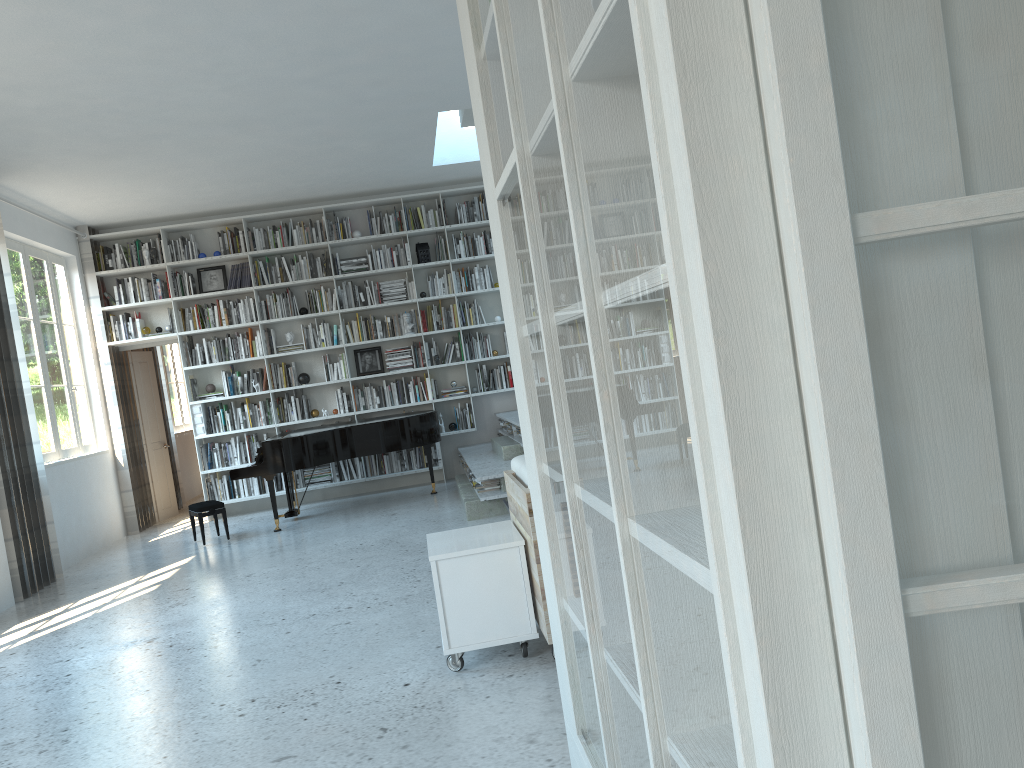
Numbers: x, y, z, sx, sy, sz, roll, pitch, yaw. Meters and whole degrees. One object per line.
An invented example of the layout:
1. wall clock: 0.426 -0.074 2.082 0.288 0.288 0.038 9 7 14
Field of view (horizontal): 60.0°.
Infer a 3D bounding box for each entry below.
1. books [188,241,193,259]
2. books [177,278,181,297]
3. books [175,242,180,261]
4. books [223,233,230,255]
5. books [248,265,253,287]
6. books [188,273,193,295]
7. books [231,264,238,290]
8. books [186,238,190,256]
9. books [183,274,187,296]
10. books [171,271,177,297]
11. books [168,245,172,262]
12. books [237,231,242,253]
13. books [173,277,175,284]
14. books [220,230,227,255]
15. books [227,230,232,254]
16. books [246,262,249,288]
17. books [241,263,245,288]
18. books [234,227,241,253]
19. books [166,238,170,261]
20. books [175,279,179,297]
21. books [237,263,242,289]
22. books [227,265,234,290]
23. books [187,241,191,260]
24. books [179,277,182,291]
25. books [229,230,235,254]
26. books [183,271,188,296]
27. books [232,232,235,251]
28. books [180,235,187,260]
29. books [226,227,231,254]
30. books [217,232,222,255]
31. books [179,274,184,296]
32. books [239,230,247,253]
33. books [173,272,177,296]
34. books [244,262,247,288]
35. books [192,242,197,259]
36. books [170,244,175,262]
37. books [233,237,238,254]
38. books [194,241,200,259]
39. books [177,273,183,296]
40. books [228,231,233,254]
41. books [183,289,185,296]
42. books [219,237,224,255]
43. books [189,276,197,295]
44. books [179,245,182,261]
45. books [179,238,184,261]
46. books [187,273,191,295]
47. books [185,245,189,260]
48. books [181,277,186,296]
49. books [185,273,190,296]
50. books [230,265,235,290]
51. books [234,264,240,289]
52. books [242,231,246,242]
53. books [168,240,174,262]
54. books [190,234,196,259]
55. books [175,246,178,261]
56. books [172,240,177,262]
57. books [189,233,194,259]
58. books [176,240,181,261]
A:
1. books: -3.406 -1.404 9.447 0.021 0.214 0.173 -9 2 -6
2. books: -3.517 -1.015 9.432 0.004 0.214 0.186 -9 2 -6
3. books: -3.541 -1.389 9.440 0.013 0.225 0.177 -9 2 -6
4. books: -3.039 -1.478 9.493 0.028 0.249 0.155 -9 2 -6
5. books: -2.810 -1.161 9.531 0.078 0.286 0.174 -9 2 -6
6. books: -3.413 -1.052 9.457 0.012 0.255 0.166 -9 2 -6
7. books: -2.960 -1.132 9.511 0.110 0.280 0.174 -9 2 -6
8. books: -3.440 -1.419 9.459 0.013 0.253 0.129 -9 2 -6
9. books: -3.465 -1.039 9.455 0.019 0.244 0.153 -9 2 -6
10. books: -3.583 -1.045 9.433 0.005 0.293 0.184 -9 2 -6
11. books: -3.622 -1.366 9.436 0.017 0.204 0.142 -9 2 -6
12. books: -2.907 -1.505 9.525 0.022 0.260 0.152 -9 2 -6
13. books: -3.576 -1.017 9.469 0.006 0.233 0.136 -9 2 -6
14. books: -3.067 -1.490 9.491 0.024 0.280 0.187 -9 2 -6
15. books: -3.009 -1.501 9.507 0.013 0.283 0.166 -9 2 -6
16. books: -2.834 -1.157 9.542 0.078 0.286 0.174 -9 2 -6
17. books: -2.879 -1.151 9.538 0.078 0.286 0.174 -9 2 -6
18. books: -2.930 -1.519 9.499 0.025 0.297 0.163 -9 2 -6
19. books: -3.641 -1.404 9.441 0.007 0.285 0.159 -9 2 -6
20. books: -3.553 -1.005 9.452 0.015 0.207 0.172 -9 2 -6
21. books: -2.909 -1.142 9.514 0.097 0.283 0.174 -9 2 -6
22. books: -3.006 -1.125 9.514 0.110 0.280 0.174 -9 2 -6
23. books: -3.424 -1.404 9.452 0.013 0.220 0.181 -9 2 -6
24. books: -3.507 -1.035 9.455 0.010 0.249 0.166 -9 2 -6
25. books: -2.985 -1.499 9.499 0.011 0.274 0.183 -9 2 -6
26. books: -3.456 -1.059 9.453 0.005 0.281 0.190 -9 2 -6
27. books: -2.976 -1.492 9.529 0.013 0.254 0.129 -9 2 -6
28. books: -3.478 -1.426 9.431 0.015 0.280 0.190 -9 2 -6
29. books: -3.026 -1.517 9.520 0.014 0.321 0.136 -9 2 -6
30. books: -3.114 -1.482 9.503 0.013 0.278 0.151 -9 2 -6
31. books: -3.497 -1.035 9.435 0.004 0.246 0.189 -9 2 -6
32. books: -2.879 -1.506 9.515 0.031 0.254 0.178 -9 2 -6
33. books: -3.569 -1.044 9.445 0.006 0.287 0.148 -9 2 -6
34. books: -2.857 -1.154 9.545 0.078 0.286 0.174 -9 2 -6
35. books: -3.368 -1.404 9.466 0.014 0.202 0.170 -9 2 -6
36. books: -3.592 -1.374 9.445 0.032 0.210 0.158 -9 2 -6
37. books: -2.949 -1.463 9.508 0.027 0.190 0.177 -9 2 -6
38. books: -3.357 -1.410 9.477 0.013 0.210 0.136 -9 2 -6
39. books: -3.516 -1.039 9.445 0.009 0.260 0.184 -9 2 -6
40. books: -2.995 -1.492 9.497 0.010 0.263 0.156 -9 2 -6
41. books: -3.492 -1.020 9.477 0.012 0.214 0.132 -9 2 -6
42. books: -3.089 -1.455 9.494 0.028 0.218 0.153 -9 2 -6
43. books: -3.397 -1.034 9.451 0.012 0.214 0.185 -9 2 -6
44. books: -3.511 -1.377 9.458 0.014 0.192 0.146 -9 2 -6
45. books: -3.501 -1.413 9.445 0.016 0.261 0.154 -9 2 -6
46. books: -3.424 -1.048 9.457 0.011 0.250 0.168 -9 2 -6
47. books: -3.453 -1.381 9.453 0.026 0.182 0.161 -9 2 -6
48. books: -3.474 -1.024 9.443 0.018 0.219 0.186 -9 2 -6
49. books: -3.440 -1.050 9.446 0.023 0.258 0.183 -9 2 -6
50. books: -2.985 -1.129 9.526 0.110 0.280 0.174 -9 2 -6
51. books: -2.940 -1.136 9.531 0.110 0.280 0.174 -9 2 -6
52. books: -2.845 -1.510 9.534 0.039 0.252 0.146 -9 2 -6
53. books: -3.615 -1.395 9.442 0.007 0.259 0.156 -9 2 -6
54. books: -3.391 -1.447 9.480 0.015 0.293 0.130 -9 2 -6
55. books: -3.555 -1.372 9.455 0.017 0.194 0.129 -9 2 -6
56. books: -3.572 -1.397 9.439 0.012 0.249 0.180 -9 2 -6
57. books: -3.401 -1.450 9.467 0.007 0.301 0.145 -9 2 -6
58. books: -3.528 -1.400 9.446 0.016 0.243 0.156 -9 2 -6
